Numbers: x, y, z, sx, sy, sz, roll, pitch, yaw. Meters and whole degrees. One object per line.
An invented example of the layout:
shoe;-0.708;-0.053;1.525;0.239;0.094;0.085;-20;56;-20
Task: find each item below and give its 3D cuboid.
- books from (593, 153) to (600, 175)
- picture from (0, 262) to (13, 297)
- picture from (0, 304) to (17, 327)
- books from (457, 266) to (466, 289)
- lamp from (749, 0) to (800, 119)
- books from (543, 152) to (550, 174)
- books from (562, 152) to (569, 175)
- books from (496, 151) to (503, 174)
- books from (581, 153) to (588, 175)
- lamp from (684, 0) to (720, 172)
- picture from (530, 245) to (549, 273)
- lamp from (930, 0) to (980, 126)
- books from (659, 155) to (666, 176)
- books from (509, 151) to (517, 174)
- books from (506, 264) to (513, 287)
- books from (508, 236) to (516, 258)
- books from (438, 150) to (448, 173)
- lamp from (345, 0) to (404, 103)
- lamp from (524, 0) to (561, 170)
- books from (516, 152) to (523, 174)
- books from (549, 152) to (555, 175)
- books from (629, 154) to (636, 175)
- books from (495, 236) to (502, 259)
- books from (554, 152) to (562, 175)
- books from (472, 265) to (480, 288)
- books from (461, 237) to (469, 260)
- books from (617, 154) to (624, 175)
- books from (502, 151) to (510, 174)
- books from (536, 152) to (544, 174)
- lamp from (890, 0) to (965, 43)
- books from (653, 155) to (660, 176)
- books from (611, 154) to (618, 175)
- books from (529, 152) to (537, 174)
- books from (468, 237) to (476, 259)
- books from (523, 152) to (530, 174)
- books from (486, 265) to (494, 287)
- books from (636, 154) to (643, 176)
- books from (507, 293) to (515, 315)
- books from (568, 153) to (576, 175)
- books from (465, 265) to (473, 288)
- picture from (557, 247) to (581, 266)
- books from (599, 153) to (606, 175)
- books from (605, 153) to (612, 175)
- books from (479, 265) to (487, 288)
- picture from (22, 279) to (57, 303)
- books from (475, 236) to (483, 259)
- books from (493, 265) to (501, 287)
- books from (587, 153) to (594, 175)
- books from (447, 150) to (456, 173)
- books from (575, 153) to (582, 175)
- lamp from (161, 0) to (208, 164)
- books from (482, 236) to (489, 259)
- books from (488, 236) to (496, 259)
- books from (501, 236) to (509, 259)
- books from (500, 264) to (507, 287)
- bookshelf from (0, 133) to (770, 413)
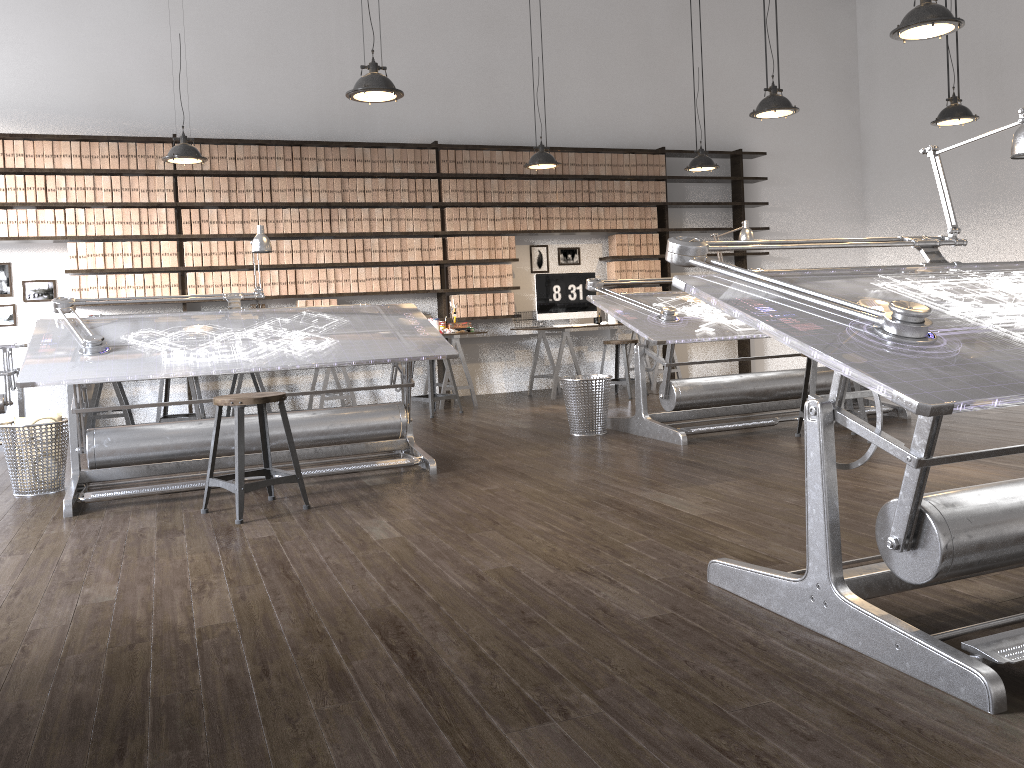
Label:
books;0.827;-2.230;9.049;0.067;0.225;0.175;-4;3;-21
picture;-4.213;-0.853;7.258;0.201;0.284;0.022;-4;2;-22
picture;-4.208;-0.559;7.262;0.251;0.183;0.023;-4;2;-21
books;-0.506;-1.023;8.533;0.067;0.225;0.175;-4;3;-21
lamp;1.632;-2.857;5.660;0.311;2.249;0.313;-3;2;3
books;0.306;-2.188;8.843;0.067;0.225;0.175;-4;3;-21
books;0.504;-2.204;8.924;0.067;0.225;0.175;-4;3;-21
books;-0.150;-2.151;8.663;0.067;0.225;0.175;-4;3;-21
books;0.702;-2.220;9.001;0.067;0.225;0.175;-4;3;-21
lamp;1.642;-3.041;7.875;0.311;2.249;0.313;-3;2;3
picture;0.277;-1.272;9.022;0.201;0.284;0.022;-4;2;-22
lamp;3.076;-2.974;6.227;0.311;2.249;0.312;-4;2;-42
books;1.541;-2.288;9.328;0.067;0.225;0.174;-4;3;-21
books;-0.018;-2.162;8.717;0.067;0.225;0.175;-4;3;-21
books;-0.056;-1.059;8.713;0.067;0.225;0.175;-4;3;-21
books;-0.028;-1.337;8.724;0.067;0.225;0.175;-4;3;-21
books;-0.670;-2.109;8.462;0.067;0.225;0.175;-4;3;-21
lamp;-0.788;-2.661;4.709;0.311;2.249;0.313;-3;2;-1
lamp;0.198;-2.924;7.307;0.311;2.249;0.313;-3;2;3
books;0.046;-2.167;8.744;0.067;0.225;0.174;-4;3;-21
books;0.366;-2.193;8.869;0.067;0.225;0.175;-4;3;-21
books;1.217;-2.261;9.197;0.067;0.225;0.175;-4;3;-21
books;-0.159;-1.326;8.672;0.067;0.225;0.174;-4;3;-21
books;0.436;-2.198;8.891;0.067;0.225;0.175;-4;3;-21
books;-0.371;-1.034;8.588;0.067;0.225;0.174;-4;3;-21
books;-0.474;-1.301;8.543;0.067;0.225;0.175;-4;3;-21
books;1.082;-2.251;9.152;0.067;0.225;0.174;-4;3;-21
books;-0.082;-2.156;8.688;0.067;0.225;0.175;-4;3;-21
books;0.249;-2.183;8.816;0.067;0.225;0.175;-4;3;-21
lamp;1.839;-2.723;4.007;0.311;2.262;0.313;-3;2;3
books;1.475;-2.283;9.306;0.067;0.225;0.174;-4;3;-21
books;1.018;-2.245;9.124;0.067;0.225;0.175;-4;3;-21
books;0.181;-2.177;8.790;0.067;0.225;0.175;-4;3;-21
books;-0.407;-1.306;8.571;0.067;0.225;0.175;-4;3;-21
books;0.113;-2.172;8.766;0.067;0.225;0.174;-4;3;-21
books;-0.240;-1.045;8.643;0.067;0.225;0.175;-4;3;-21
books;1.284;-2.266;9.223;0.067;0.225;0.175;-4;3;-21
books;-0.037;-0.784;8.726;0.067;0.225;0.174;-4;3;-21
books;0.572;-2.209;8.945;0.067;0.225;0.174;-4;3;-21
books;-0.438;-1.029;8.566;0.067;0.225;0.175;-4;3;-21
picture;0.587;-1.318;9.142;0.251;0.183;0.023;-4;2;-21
books;0.886;-2.235;9.070;0.067;0.225;0.175;-4;3;-21
books;0.954;-2.240;9.095;0.067;0.225;0.175;-4;3;-21
books;-0.306;-1.039;8.617;0.067;0.225;0.174;-4;3;-21
picture;-3.930;-0.774;7.369;0.251;0.183;0.023;-4;2;-21
books;-0.349;-1.311;8.596;0.067;0.225;0.175;-4;3;-21
books;-0.175;-1.049;8.662;0.067;0.225;0.175;-4;3;-21
books;0.767;-2.225;9.020;0.067;0.225;0.175;-4;3;-21
books;-0.599;-2.114;8.484;0.067;0.225;0.175;-4;3;-21
books;0.636;-2.215;8.975;0.067;0.225;0.174;-4;3;-21
lamp;-2.390;-2.715;6.290;0.311;2.249;0.312;-4;2;-42
books;-0.286;-1.316;8.616;0.067;0.225;0.175;-4;3;-21
books;-0.225;-1.321;8.646;0.067;0.225;0.175;-4;3;-21
books;-0.092;-1.332;8.694;0.067;0.225;0.174;-4;3;-21
books;-0.115;-1.055;8.691;0.067;0.225;0.175;-4;3;-21
bookshelf;-1.463;-0.655;8.255;9.187;3.202;0.374;-4;2;-21
